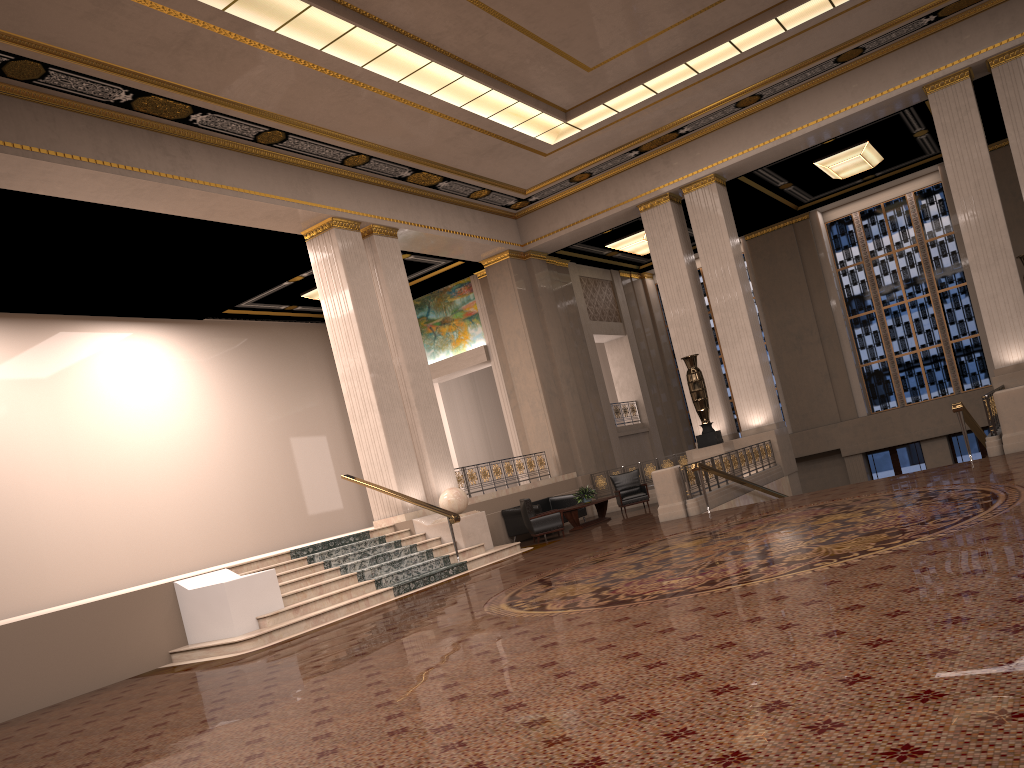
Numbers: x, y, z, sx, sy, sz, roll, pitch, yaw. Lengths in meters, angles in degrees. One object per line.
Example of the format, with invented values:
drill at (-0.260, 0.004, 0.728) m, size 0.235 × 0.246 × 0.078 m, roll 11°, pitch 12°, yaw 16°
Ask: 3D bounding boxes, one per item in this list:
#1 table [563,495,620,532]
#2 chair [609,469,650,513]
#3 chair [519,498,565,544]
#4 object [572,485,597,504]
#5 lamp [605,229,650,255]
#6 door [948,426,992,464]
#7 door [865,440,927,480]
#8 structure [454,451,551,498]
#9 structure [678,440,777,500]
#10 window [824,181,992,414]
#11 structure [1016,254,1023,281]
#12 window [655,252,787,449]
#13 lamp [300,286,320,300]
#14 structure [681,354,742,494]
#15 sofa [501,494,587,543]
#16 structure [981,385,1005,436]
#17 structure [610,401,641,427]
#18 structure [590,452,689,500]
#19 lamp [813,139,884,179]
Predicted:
table at (1.502, 2.573, 17.397) m, size 0.850 × 0.434 × 1.462 m, roll -17°, pitch -7°, yaw 32°
chair at (2.517, 2.270, 18.694) m, size 0.647 × 0.843 × 0.721 m, roll -14°, pitch -3°, yaw -3°
chair at (0.563, 2.443, 16.084) m, size 0.714 × 0.843 × 0.652 m, roll -13°, pitch -3°, yaw -8°
object at (1.427, 2.154, 17.247) m, size 0.519 × 0.376 × 0.509 m, roll -12°, pitch -5°, yaw -26°
lamp at (3.373, -3.623, 22.823) m, size 1.184 × 0.214 × 1.999 m, roll -18°, pitch -7°, yaw 31°
door at (12.111, 2.395, 22.242) m, size 1.511 × 2.722 × 0.153 m, roll -15°, pitch -1°, yaw 32°
door at (10.404, 2.945, 23.370) m, size 1.511 × 2.722 × 0.153 m, roll -15°, pitch -1°, yaw 32°
structure at (-0.160, 1.881, 18.394) m, size 0.032 × 0.623 × 3.663 m, roll -14°, pitch -5°, yaw 32°
structure at (3.997, 1.464, 15.787) m, size 0.080 × 0.536 × 4.893 m, roll -14°, pitch -6°, yaw 32°
window at (10.370, -2.170, 23.181) m, size 3.027 × 5.355 × 0.068 m, roll -15°, pitch -1°, yaw 32°
structure at (8.714, -0.763, 14.314) m, size 0.709 × 2.787 × 0.692 m, roll -14°, pitch -1°, yaw 32°
window at (6.201, -0.826, 25.937) m, size 3.027 × 5.355 × 0.068 m, roll -15°, pitch -1°, yaw 32°
lamp at (-3.786, -2.194, 20.041) m, size 1.740 × 0.214 × 1.158 m, roll -18°, pitch -7°, yaw 32°
structure at (3.869, 0.799, 17.516) m, size 0.709 × 2.787 × 0.692 m, roll -14°, pitch -1°, yaw 32°
sofa at (0.721, 2.685, 17.896) m, size 0.887 × 0.705 × 1.906 m, roll -16°, pitch -6°, yaw 32°
structure at (7.456, 0.348, 13.501) m, size 0.080 × 0.536 × 4.895 m, roll -14°, pitch -6°, yaw 31°
structure at (2.983, 0.824, 23.855) m, size 0.031 × 0.666 × 2.137 m, roll -14°, pitch -5°, yaw 32°
structure at (2.938, 2.093, 19.906) m, size 2.570 × 0.653 × 0.032 m, roll -18°, pitch -2°, yaw 32°
lamp at (7.671, -5.009, 19.983) m, size 1.184 × 0.214 × 1.999 m, roll -18°, pitch -7°, yaw 31°
